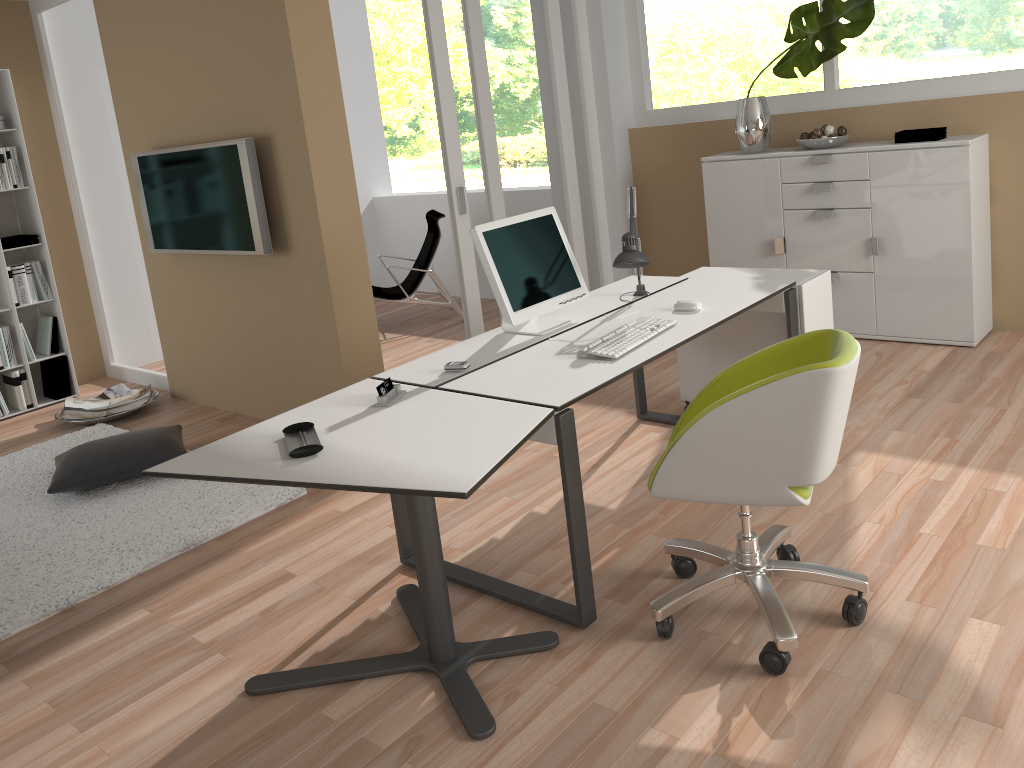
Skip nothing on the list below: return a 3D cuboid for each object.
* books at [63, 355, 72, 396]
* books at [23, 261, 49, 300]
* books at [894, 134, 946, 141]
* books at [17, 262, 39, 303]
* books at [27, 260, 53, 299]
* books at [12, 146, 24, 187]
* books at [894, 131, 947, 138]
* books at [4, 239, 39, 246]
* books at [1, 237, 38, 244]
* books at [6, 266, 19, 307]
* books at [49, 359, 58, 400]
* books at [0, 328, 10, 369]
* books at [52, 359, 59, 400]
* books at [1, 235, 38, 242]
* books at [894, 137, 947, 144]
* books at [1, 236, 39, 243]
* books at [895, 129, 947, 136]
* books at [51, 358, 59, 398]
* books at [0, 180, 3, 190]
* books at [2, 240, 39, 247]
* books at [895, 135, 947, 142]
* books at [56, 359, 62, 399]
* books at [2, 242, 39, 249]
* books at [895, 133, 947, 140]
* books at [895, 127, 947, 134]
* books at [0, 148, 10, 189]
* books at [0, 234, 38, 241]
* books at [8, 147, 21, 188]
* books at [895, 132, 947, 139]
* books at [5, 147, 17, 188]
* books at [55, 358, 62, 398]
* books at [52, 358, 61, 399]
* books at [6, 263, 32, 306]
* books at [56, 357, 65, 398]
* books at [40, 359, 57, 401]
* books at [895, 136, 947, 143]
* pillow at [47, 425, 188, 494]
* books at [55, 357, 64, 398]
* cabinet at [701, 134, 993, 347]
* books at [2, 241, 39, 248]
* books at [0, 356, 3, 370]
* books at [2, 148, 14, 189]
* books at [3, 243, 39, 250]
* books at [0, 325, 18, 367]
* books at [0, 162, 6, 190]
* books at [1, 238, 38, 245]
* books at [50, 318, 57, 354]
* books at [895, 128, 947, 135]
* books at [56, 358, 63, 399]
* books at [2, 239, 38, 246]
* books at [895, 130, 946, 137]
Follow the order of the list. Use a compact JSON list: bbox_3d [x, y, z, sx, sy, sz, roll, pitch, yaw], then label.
[{"bbox_3d":[-3.012,-0.063,5.900,0.212,0.263,0.032,5,16,42],"label":"books"},{"bbox_3d":[-3.125,-0.677,5.759,0.208,0.254,0.061,5,16,42],"label":"books"},{"bbox_3d":[2.216,-1.340,4.779,0.223,0.006,0.161,7,22,39],"label":"books"},{"bbox_3d":[-3.162,-0.662,5.724,0.208,0.253,0.041,5,16,42],"label":"books"},{"bbox_3d":[-3.108,-0.685,5.777,0.208,0.254,0.061,5,16,42],"label":"books"},{"bbox_3d":[-3.197,-1.384,5.635,0.208,0.253,0.021,5,16,42],"label":"books"},{"bbox_3d":[2.215,-1.355,4.774,0.223,0.006,0.160,9,23,42],"label":"books"},{"bbox_3d":[-3.226,-0.913,5.687,0.299,0.006,0.215,8,22,40],"label":"books"},{"bbox_3d":[-3.226,-0.930,5.687,0.299,0.007,0.215,8,22,40],"label":"books"},{"bbox_3d":[-3.234,-0.624,5.627,0.208,0.253,0.041,5,16,42],"label":"books"},{"bbox_3d":[-3.069,-0.036,5.834,0.212,0.263,0.032,5,16,42],"label":"books"},{"bbox_3d":[-3.274,-0.234,5.598,0.208,0.253,0.041,5,16,42],"label":"books"},{"bbox_3d":[-3.069,-0.041,5.841,0.215,0.264,0.032,5,16,42],"label":"books"},{"bbox_3d":[-3.228,-0.938,5.680,0.299,0.007,0.215,8,22,40],"label":"books"},{"bbox_3d":[2.218,-1.323,4.781,0.223,0.007,0.161,8,22,40],"label":"books"},{"bbox_3d":[-3.227,-0.935,5.686,0.299,0.007,0.215,8,22,40],"label":"books"},{"bbox_3d":[2.216,-1.366,4.775,0.223,0.007,0.161,8,22,40],"label":"books"},{"bbox_3d":[-3.065,-0.042,5.845,0.215,0.264,0.032,5,16,42],"label":"books"},{"bbox_3d":[-3.280,-1.345,5.542,0.208,0.253,0.021,5,16,42],"label":"books"},{"bbox_3d":[-3.228,-0.908,5.690,0.298,0.006,0.215,7,22,39],"label":"books"},{"bbox_3d":[2.218,-1.334,4.779,0.223,0.006,0.161,8,22,40],"label":"books"},{"bbox_3d":[-3.055,-0.043,5.851,0.212,0.263,0.032,5,16,42],"label":"books"},{"bbox_3d":[-3.225,-0.897,5.691,0.299,0.006,0.215,8,22,40],"label":"books"},{"bbox_3d":[2.218,-1.344,4.776,0.223,0.006,0.161,8,22,40],"label":"books"},{"bbox_3d":[2.215,-1.375,4.769,0.223,0.006,0.161,8,22,40],"label":"books"},{"bbox_3d":[-3.248,-1.358,5.570,0.208,0.253,0.021,5,16,42],"label":"books"},{"bbox_3d":[-3.227,-0.944,5.679,0.299,0.006,0.215,8,22,40],"label":"books"},{"bbox_3d":[-3.211,-1.378,5.620,0.208,0.253,0.021,5,16,42],"label":"books"},{"bbox_3d":[2.217,-1.349,4.775,0.223,0.006,0.161,8,22,40],"label":"books"},{"bbox_3d":[-3.224,-1.371,5.604,0.208,0.253,0.021,5,16,42],"label":"books"},{"bbox_3d":[-3.052,-0.044,5.855,0.212,0.263,0.032,5,16,42],"label":"books"},{"bbox_3d":[-3.058,-0.043,5.846,0.217,0.266,0.032,5,16,42],"label":"books"},{"bbox_3d":[-3.191,-0.642,5.670,0.208,0.253,0.078,5,16,42],"label":"books"},{"bbox_3d":[-3.041,-0.050,5.868,0.212,0.263,0.032,5,16,42],"label":"books"},{"bbox_3d":[-3.073,-0.035,5.832,0.212,0.263,0.032,5,16,42],"label":"books"},{"bbox_3d":[2.219,-1.328,4.780,0.223,0.006,0.161,8,22,40],"label":"books"},{"bbox_3d":[-1.884,0.353,4.225,0.614,0.205,0.592,-14,18,-21],"label":"pillow"},{"bbox_3d":[-3.044,-0.048,5.864,0.212,0.263,0.032,5,16,42],"label":"books"},{"bbox_3d":[1.912,-0.847,5.167,1.531,1.058,0.425,6,18,41],"label":"cabinet"},{"bbox_3d":[-3.225,-0.902,5.690,0.299,0.006,0.215,8,22,40],"label":"books"},{"bbox_3d":[-3.299,-0.221,5.567,0.208,0.253,0.041,5,16,42],"label":"books"},{"bbox_3d":[-3.239,-1.365,5.590,0.208,0.253,0.021,5,16,42],"label":"books"},{"bbox_3d":[-3.226,-0.892,5.692,0.299,0.007,0.215,8,22,40],"label":"books"},{"bbox_3d":[-3.246,-0.247,5.629,0.208,0.253,0.041,5,16,42],"label":"books"},{"bbox_3d":[-3.266,-1.352,5.557,0.208,0.253,0.021,5,16,42],"label":"books"},{"bbox_3d":[-3.229,-0.923,5.685,0.299,0.006,0.215,9,23,42],"label":"books"},{"bbox_3d":[-3.081,-0.327,5.856,0.212,0.233,0.044,5,16,42],"label":"books"},{"bbox_3d":[2.215,-1.370,4.770,0.223,0.007,0.161,8,22,40],"label":"books"},{"bbox_3d":[-3.049,-0.049,5.859,0.220,0.268,0.032,5,16,42],"label":"books"},{"bbox_3d":[-3.226,-0.918,5.686,0.299,0.006,0.215,8,22,40],"label":"books"},{"bbox_3d":[2.217,-1.361,4.776,0.223,0.007,0.161,8,22,40],"label":"books"}]
